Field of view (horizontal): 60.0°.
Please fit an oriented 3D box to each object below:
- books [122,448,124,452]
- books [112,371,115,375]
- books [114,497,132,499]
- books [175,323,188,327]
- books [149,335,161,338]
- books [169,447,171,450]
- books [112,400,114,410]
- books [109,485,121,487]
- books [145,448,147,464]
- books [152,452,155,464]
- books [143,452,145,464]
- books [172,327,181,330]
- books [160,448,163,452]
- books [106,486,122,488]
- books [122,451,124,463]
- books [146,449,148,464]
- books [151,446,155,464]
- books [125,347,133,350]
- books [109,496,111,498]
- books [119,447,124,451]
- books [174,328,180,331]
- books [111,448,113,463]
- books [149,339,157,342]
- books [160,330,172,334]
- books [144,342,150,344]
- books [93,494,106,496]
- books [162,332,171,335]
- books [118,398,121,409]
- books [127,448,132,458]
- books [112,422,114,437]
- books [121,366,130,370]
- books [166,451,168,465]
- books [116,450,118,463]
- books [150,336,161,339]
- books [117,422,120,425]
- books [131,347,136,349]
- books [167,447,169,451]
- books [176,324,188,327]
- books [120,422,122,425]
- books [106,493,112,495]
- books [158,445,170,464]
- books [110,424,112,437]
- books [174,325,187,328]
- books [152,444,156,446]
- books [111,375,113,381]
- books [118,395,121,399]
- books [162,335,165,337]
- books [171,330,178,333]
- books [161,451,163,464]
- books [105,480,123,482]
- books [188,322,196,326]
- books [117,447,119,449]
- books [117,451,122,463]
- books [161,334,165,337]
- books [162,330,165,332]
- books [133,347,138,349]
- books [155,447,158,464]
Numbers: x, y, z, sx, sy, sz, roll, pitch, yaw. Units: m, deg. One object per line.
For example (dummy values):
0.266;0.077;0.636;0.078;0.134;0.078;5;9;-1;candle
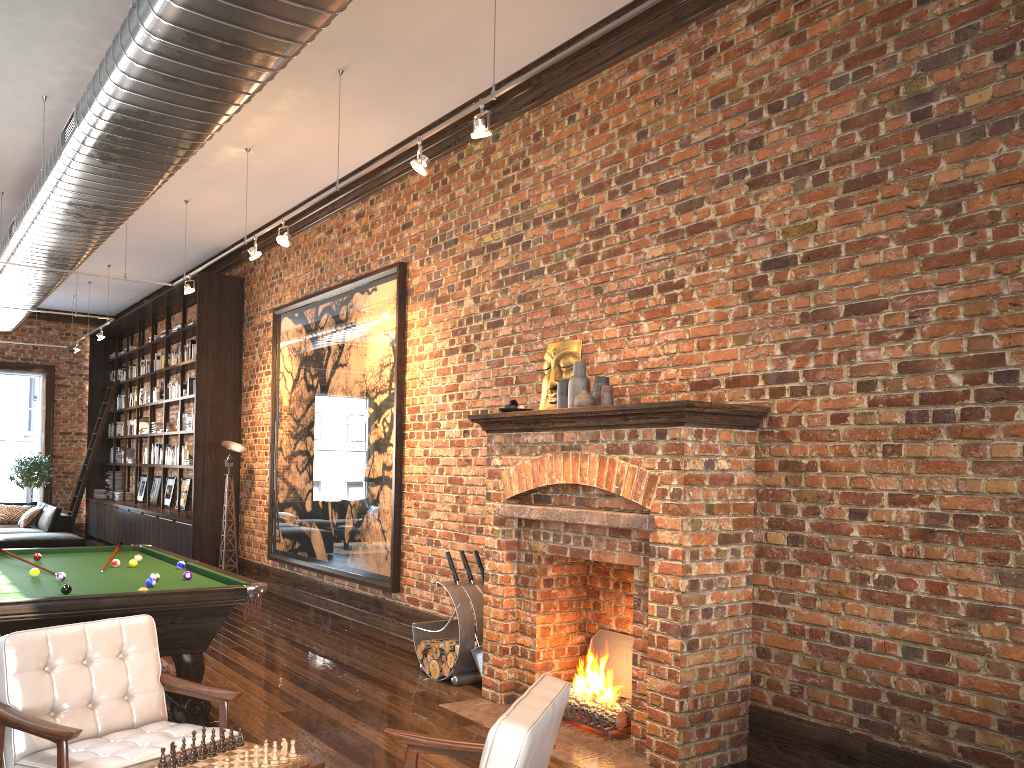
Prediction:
-7.353;1.369;16.904;0.160;0.285;0.014;2;-1;-35;books
-7.837;-0.100;17.596;0.180;0.307;0.014;2;-1;-35;books
-7.329;2.149;16.717;0.227;0.007;0.371;5;-7;-38;books
-5.113;-0.909;13.778;0.189;0.017;0.276;5;-6;-33;books
-5.963;-0.790;14.950;0.216;0.015;0.320;5;-7;-38;books
-5.361;1.146;14.067;0.146;0.275;0.013;2;-1;-35;books
-7.837;0.410;17.572;0.176;0.295;0.041;2;-1;-35;books
-7.826;2.009;17.489;0.184;0.034;0.271;4;-6;-30;books
-6.204;1.236;15.238;0.180;0.274;0.013;3;-1;-35;books
-5.935;1.240;14.858;0.175;0.206;0.031;3;-2;-35;books
-6.287;1.285;15.371;0.178;0.204;0.068;3;-2;-35;books
-5.127;-0.843;13.769;0.217;0.020;0.234;5;-7;-38;books
-5.655;1.183;14.472;0.172;0.258;0.013;3;-1;-35;books
-7.843;2.034;17.477;0.250;0.020;0.317;5;-7;-35;books
-7.292;1.387;16.799;0.164;0.231;0.026;3;-1;-35;books
-6.131;1.234;15.127;0.190;0.259;0.027;3;-1;-35;books
-5.982;1.195;14.949;0.170;0.311;0.039;2;-1;-35;books
-7.020;-0.645;16.444;0.217;0.018;0.377;5;-7;-37;books
-7.831;2.234;17.486;0.199;0.035;0.218;4;-6;-32;books
-7.456;1.368;17.012;0.165;0.303;0.013;2;-1;-35;books
-5.125;-0.829;13.770;0.206;0.008;0.334;5;-6;-32;books
-7.864;1.421;17.606;0.181;0.293;0.050;2;-1;-35;books
-5.962;-0.721;14.951;0.219;0.016;0.367;5;-7;-34;books
-5.538;-0.834;14.356;0.205;0.017;0.360;5;-7;-38;books
-6.185;-0.706;15.277;0.192;0.013;0.316;5;-7;-39;books
-8.079;2.172;17.378;0.200;0.019;0.256;5;-6;-33;books
-5.525;-0.804;14.364;0.172;0.021;0.307;5;-7;-39;books
-7.449;0.398;17.008;0.191;0.229;0.034;3;-2;-35;books
-7.251;1.359;16.756;0.129;0.282;0.030;2;-1;-35;books
-7.726;0.897;17.380;0.187;0.297;0.016;3;-1;-35;books
-7.391;-0.166;16.961;0.168;0.337;0.016;2;-1;-35;books
-5.462;1.184;14.202;0.153;0.220;0.034;3;-1;-35;books
-7.568;1.410;17.161;0.188;0.244;0.026;3;-1;-35;books
-5.960;-0.774;14.952;0.200;0.017;0.303;6;-7;-40;books
-7.646;0.889;17.295;0.179;0.298;0.015;2;-1;-35;books
-6.717;-0.643;15.995;0.232;0.006;0.289;6;-7;-39;books
-5.469;1.151;14.228;0.132;0.290;0.016;2;-1;-35;books
-5.113;-0.893;13.778;0.168;0.015;0.370;4;-6;-30;books
-7.413;0.870;16.966;0.160;0.285;0.014;2;-1;-35;books
-7.850;2.169;17.473;0.241;0.023;0.262;4;-6;-31;books
-5.688;1.156;14.504;0.186;0.316;0.015;2;-1;-35;books
-7.861;0.924;17.572;0.189;0.272;0.013;3;-1;-35;books
-5.112;-0.869;13.779;0.170;0.034;0.286;6;-7;-40;books
-5.997;1.183;14.969;0.144;0.337;0.013;2;-1;-35;books
-7.833;-0.059;17.565;0.188;0.219;0.016;3;-2;-35;books
-7.478;0.365;17.061;0.189;0.303;0.014;2;-1;-35;books
-5.539;-0.758;14.355;0.214;0.014;0.282;5;-6;-33;books
-5.131;-0.806;13.766;0.228;0.015;0.275;5;-7;-37;books
-5.588;1.195;14.371;0.191;0.217;0.033;3;-2;-35;books
-7.842;1.904;17.471;0.261;0.028;0.316;5;-7;-35;books
-4.605;-0.867;13.006;0.220;0.019;0.329;5;-6;-32;books
-7.628;1.391;17.292;0.139;0.304;0.016;2;-1;-35;books
-7.401;1.394;16.902;0.212;0.233;0.019;3;-2;-35;books
-5.537;-0.780;14.356;0.194;0.030;0.313;6;-7;-40;books
-5.527;-0.855;14.363;0.193;0.009;0.306;5;-7;-34;books
-6.702;-0.632;16.005;0.210;0.014;0.291;5;-7;-36;books
-5.795;1.183;14.667;0.185;0.288;0.016;3;-1;-35;books
